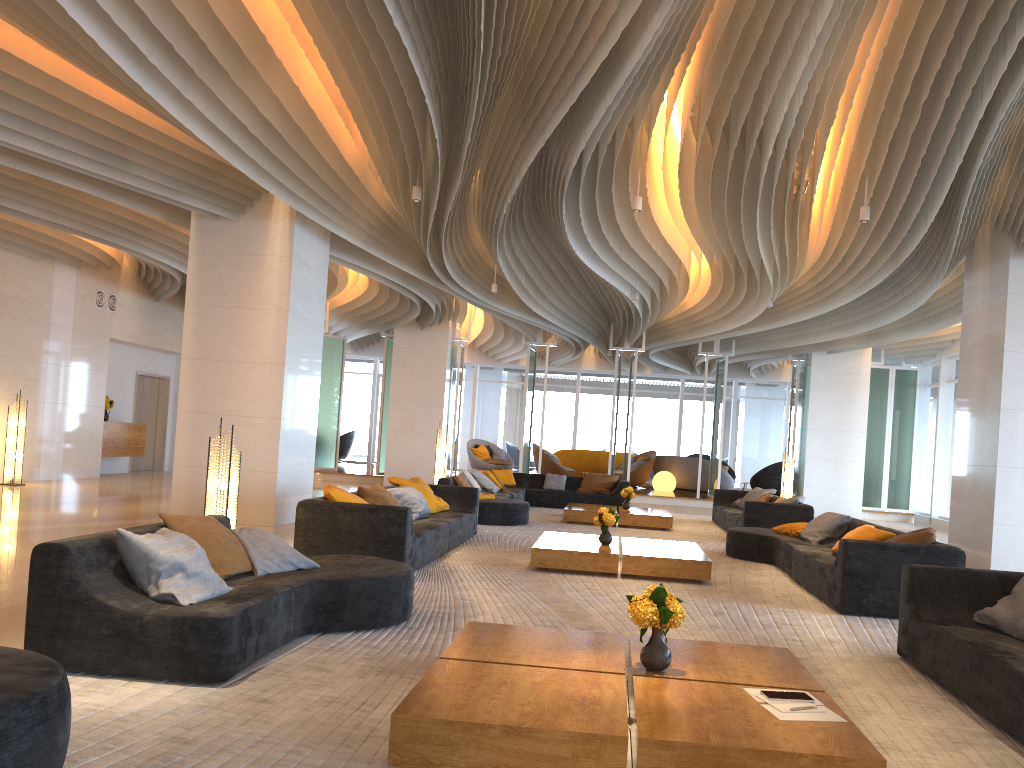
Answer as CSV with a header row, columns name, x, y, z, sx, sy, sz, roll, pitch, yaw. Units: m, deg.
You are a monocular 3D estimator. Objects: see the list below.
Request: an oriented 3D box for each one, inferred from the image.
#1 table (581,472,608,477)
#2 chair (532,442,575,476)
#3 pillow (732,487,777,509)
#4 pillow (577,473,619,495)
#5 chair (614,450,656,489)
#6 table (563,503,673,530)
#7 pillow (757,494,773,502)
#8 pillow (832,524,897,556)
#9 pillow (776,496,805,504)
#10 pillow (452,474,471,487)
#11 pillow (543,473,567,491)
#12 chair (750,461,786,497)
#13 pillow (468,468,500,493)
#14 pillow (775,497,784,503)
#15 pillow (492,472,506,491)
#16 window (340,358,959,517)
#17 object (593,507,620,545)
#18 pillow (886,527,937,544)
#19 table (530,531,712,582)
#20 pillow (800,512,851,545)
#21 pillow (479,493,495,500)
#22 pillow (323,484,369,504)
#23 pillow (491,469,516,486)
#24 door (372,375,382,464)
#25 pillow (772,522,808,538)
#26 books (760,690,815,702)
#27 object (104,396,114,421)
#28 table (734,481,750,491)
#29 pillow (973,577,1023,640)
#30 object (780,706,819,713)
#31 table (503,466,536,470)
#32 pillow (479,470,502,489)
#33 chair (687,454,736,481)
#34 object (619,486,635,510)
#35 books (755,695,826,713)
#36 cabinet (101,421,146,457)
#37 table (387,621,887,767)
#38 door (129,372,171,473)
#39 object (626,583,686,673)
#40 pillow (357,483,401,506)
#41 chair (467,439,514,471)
name,x,y,z,sx,sy,sz,roll,pitch,yaw
table,2.150,2.439,22.562,0.825,0.318,1.073,5,-4,-12
chair,1.051,2.024,22.608,1.126,1.004,1.533,3,-3,14
pillow,4.056,1.921,14.914,0.553,0.377,0.633,5,-3,-16
pillow,1.611,1.868,16.609,0.629,0.377,0.556,2,-3,28
chair,3.123,2.191,23.025,1.141,1.004,1.514,4,-3,-6
table,1.643,2.061,13.807,1.595,0.220,1.609,3,-4,6
pillow,3.942,1.885,14.075,0.321,0.312,0.409,4,-3,4
pillow,3.187,1.491,8.116,0.448,0.393,0.640,4,-3,5
pillow,3.760,1.730,12.340,0.539,0.377,0.649,2,-3,28
pillow,-0.697,1.493,13.050,0.327,0.311,0.426,4,-3,8
pillow,0.808,1.845,16.658,0.405,0.312,0.324,4,-2,8
chair,6.900,2.445,23.008,1.538,1.004,1.122,5,-3,-22
pillow,-0.473,1.621,14.850,0.546,0.376,0.653,4,-3,2
pillow,3.801,1.795,12.852,0.320,0.312,0.410,4,-3,8
pillow,-0.303,1.685,15.333,0.335,0.319,0.406,5,-3,-26
window,5.635,0.392,10.686,22.522,3.217,53.643,6,-4,-28
object,0.907,1.366,8.582,0.232,0.376,0.270,3,-2,28
pillow,3.176,1.355,7.261,0.539,0.377,0.649,2,-3,28
table,1.052,1.681,8.666,1.595,0.220,1.609,3,-4,6
pillow,3.349,1.577,9.532,0.460,0.416,0.668,4,-3,6
pillow,-0.506,1.588,12.719,0.403,0.135,0.425,1,-4,39
pillow,-1.343,1.070,7.560,0.553,0.377,0.633,5,-3,-16
pillow,-0.160,1.761,16.730,0.414,0.316,0.337,5,-3,-22
door,-3.554,1.154,27.679,1.454,2.768,0.060,4,-1,5
pillow,3.299,1.664,10.059,0.596,0.192,0.442,6,-4,-30
books,1.073,1.218,3.460,0.182,0.011,0.111,4,-4,-4
object,-7.703,0.463,16.847,0.267,0.496,0.235,4,-1,-7
table,5.889,2.762,23.622,1.095,0.318,0.808,5,-4,-23
pillow,2.890,1.171,4.769,0.553,0.377,0.633,5,-3,-16
object,1.071,1.210,3.329,0.182,0.014,0.105,5,-4,-14
table,0.281,2.430,24.333,1.071,0.318,0.826,3,-3,12
pillow,-0.389,1.642,15.183,0.330,0.334,0.416,5,-3,-28
chair,5.483,2.457,24.635,1.530,1.004,1.129,4,-2,-12
object,1.818,1.783,13.946,0.232,0.376,0.271,3,-2,38
books,1.059,1.216,3.380,0.183,0.011,0.210,5,-4,-13
cabinet,-7.784,1.063,17.218,0.557,0.661,1.518,4,-3,7
table,0.477,1.311,3.666,1.595,0.220,1.609,3,-4,6
door,-7.883,0.834,19.068,0.245,2.098,1.412,4,-2,7
object,0.607,1.028,3.774,0.264,0.376,0.237,4,-2,8
pillow,-1.198,1.142,8.195,0.442,0.409,0.605,4,-3,8
chair,-0.618,2.064,24.910,1.548,1.004,1.115,6,-3,-41
